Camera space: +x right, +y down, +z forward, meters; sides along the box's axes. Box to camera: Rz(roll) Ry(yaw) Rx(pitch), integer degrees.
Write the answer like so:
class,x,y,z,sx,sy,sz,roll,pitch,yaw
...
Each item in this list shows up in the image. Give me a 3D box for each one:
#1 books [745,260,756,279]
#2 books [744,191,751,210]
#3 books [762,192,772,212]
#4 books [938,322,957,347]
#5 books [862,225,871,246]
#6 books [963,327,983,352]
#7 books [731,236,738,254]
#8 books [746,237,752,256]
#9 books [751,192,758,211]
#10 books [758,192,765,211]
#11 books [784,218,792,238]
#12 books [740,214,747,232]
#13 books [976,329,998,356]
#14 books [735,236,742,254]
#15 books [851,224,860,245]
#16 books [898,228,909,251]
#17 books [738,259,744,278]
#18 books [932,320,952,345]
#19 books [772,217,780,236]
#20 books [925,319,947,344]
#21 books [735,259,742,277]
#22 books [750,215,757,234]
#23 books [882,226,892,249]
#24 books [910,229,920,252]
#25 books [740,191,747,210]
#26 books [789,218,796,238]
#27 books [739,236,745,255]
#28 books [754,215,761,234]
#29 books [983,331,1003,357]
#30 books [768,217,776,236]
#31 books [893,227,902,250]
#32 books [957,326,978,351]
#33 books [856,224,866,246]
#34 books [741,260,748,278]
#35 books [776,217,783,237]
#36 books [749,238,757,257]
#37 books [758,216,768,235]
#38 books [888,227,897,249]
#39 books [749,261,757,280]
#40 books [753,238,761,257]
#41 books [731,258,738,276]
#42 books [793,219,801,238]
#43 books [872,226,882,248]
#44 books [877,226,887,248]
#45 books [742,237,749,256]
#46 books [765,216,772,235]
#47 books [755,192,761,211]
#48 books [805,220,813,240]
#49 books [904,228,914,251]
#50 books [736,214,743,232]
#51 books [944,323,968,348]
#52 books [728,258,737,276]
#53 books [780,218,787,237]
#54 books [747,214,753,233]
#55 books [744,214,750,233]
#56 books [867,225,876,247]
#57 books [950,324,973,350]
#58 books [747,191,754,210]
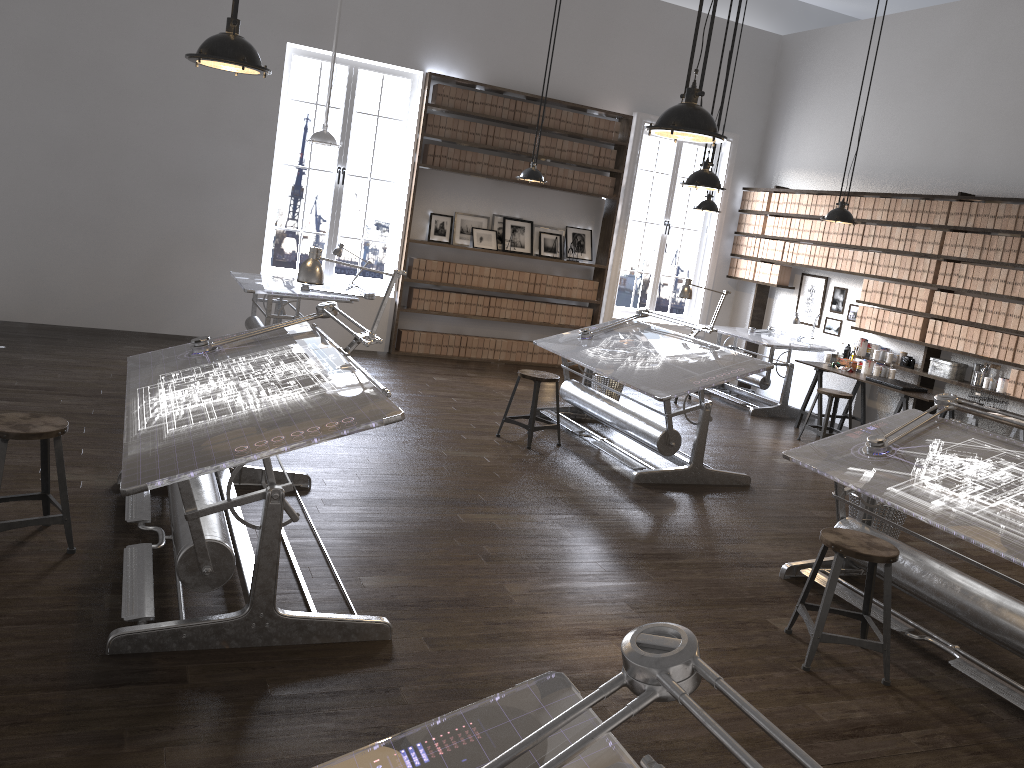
class,x,y,z,sx,sy,sz,roll,pitch,yaw
books,2.929,-1.372,10.725,0.174,0.224,0.067,5,9,-24
books,2.948,-2.240,10.865,0.174,0.224,0.067,5,9,-24
books,3.087,-2.159,10.545,0.174,0.224,0.067,5,9,-24
books,4.014,-0.448,8.114,0.174,0.224,0.067,5,9,-24
books,3.689,-1.505,9.064,0.174,0.224,0.067,5,9,-24
books,4.117,-0.386,7.863,0.174,0.224,0.067,5,9,-24
books,2.835,-1.722,11.011,0.174,0.224,0.067,5,9,-24
books,2.948,-1.658,10.760,0.174,0.224,0.067,5,9,-24
books,3.009,-2.207,10.739,0.174,0.224,0.067,5,9,-24
books,3.057,-2.176,10.610,0.174,0.224,0.067,5,9,-24
books,3.225,-1.777,10.150,0.174,0.224,0.067,5,9,-24
books,2.911,-1.968,10.895,0.174,0.224,0.067,5,9,-24
books,4.170,-0.356,7.742,0.174,0.224,0.067,5,9,-24
books,2.866,-1.706,10.952,0.174,0.224,0.067,5,9,-24
books,3.632,-1.539,9.199,0.174,0.224,0.067,5,9,-24
books,3.869,-1.397,8.625,0.174,0.224,0.067,5,9,-24
books,2.881,-1.402,10.849,0.174,0.224,0.067,5,9,-24
books,3.984,-0.464,8.175,0.174,0.224,0.067,5,9,-24
books,3.146,-1.822,10.333,0.174,0.224,0.067,5,9,-24
books,3.953,-0.481,8.240,0.174,0.224,0.067,5,9,-24
books,2.858,-1.417,10.910,0.174,0.224,0.067,5,9,-24
books,2.987,-1.922,10.712,0.174,0.224,0.067,5,9,-24
books,3.791,-1.442,8.807,0.174,0.224,0.067,5,9,-24
books,3.928,-1.365,8.500,0.174,0.224,0.067,5,9,-24
books,2.920,-2.256,10.931,0.174,0.224,0.067,5,9,-24
books,3.259,-1.759,10.084,0.174,0.224,0.067,5,9,-24
books,2.893,-1.690,10.888,0.174,0.224,0.067,5,9,-24
books,3.018,-1.907,10.653,0.174,0.224,0.067,5,9,-24
books,4.197,-0.340,7.678,0.174,0.224,0.067,5,9,-24
books,3.118,-1.839,10.399,0.174,0.224,0.067,5,9,-24
books,3.843,-1.413,8.691,0.174,0.224,0.067,5,9,-24
books,4.092,-0.400,7.919,0.174,0.224,0.067,5,9,-24
books,3.656,-1.523,9.130,0.174,0.224,0.067,5,9,-24
books,2.901,-1.388,10.790,0.174,0.224,0.067,5,9,-24
books,3.174,-1.808,10.277,0.174,0.224,0.067,5,9,-24
books,2.971,-1.642,10.690,0.174,0.224,0.067,5,9,-24
books,3.045,-1.891,10.588,0.174,0.224,0.067,5,9,-24
books,3.820,-1.427,8.749,0.174,0.224,0.067,5,9,-24
books,2.960,-1.355,10.660,0.174,0.224,0.067,5,9,-24
books,3.005,-1.624,10.625,0.174,0.224,0.067,5,9,-24
books,2.825,-1.434,10.975,0.174,0.224,0.067,5,9,-24
books,3.281,-1.744,10.018,0.174,0.224,0.067,5,9,-24
books,3.743,-1.473,8.935,0.174,0.224,0.067,5,9,-24
books,3.770,-1.457,8.871,0.174,0.224,0.067,5,9,-24
books,2.916,-1.674,10.822,0.174,0.224,0.067,5,9,-24
books,3.094,-1.855,10.466,0.174,0.224,0.067,5,9,-24
books,3.034,-2.191,10.675,0.174,0.224,0.067,5,9,-24
books,3.360,-1.696,9.827,0.174,0.224,0.067,5,9,-24
books,3.900,-1.381,8.562,0.174,0.224,0.067,5,9,-24
books,2.887,-1.984,10.960,0.174,0.224,0.067,5,9,-24
books,4.039,-0.432,8.050,0.174,0.224,0.067,5,9,-24
books,2.801,-1.450,11.045,0.174,0.224,0.067,5,9,-24
books,3.201,-1.793,10.219,0.174,0.224,0.067,5,9,-24
books,2.966,-1.937,10.774,0.174,0.224,0.067,5,9,-24
books,2.940,-1.951,10.830,0.174,0.224,0.067,5,9,-24
books,3.712,-1.490,8.998,0.174,0.224,0.067,5,9,-24
books,4.062,-0.417,7.984,0.174,0.224,0.067,5,9,-24
books,2.979,-2.223,10.801,0.174,0.224,0.067,5,9,-24
